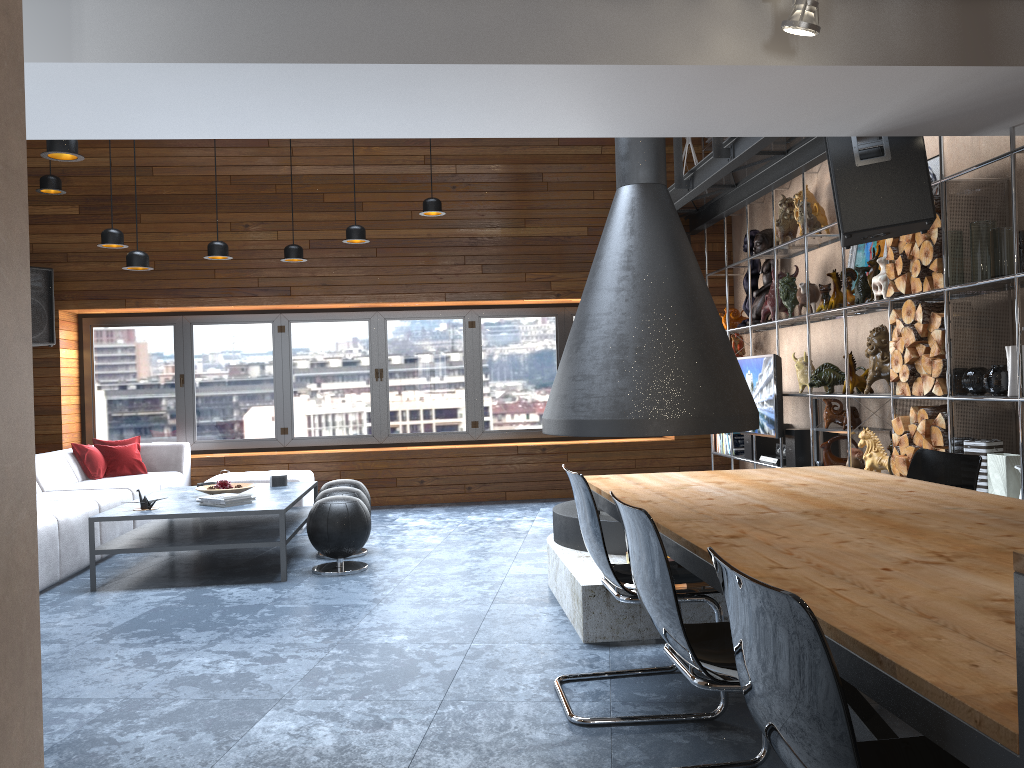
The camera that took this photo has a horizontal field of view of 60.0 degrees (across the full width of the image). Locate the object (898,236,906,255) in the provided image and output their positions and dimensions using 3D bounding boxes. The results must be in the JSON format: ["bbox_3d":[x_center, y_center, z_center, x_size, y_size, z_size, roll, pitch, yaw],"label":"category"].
[{"bbox_3d":[2.373,-0.808,5.077,0.290,0.153,0.112,-2,0,-2],"label":"object"}]

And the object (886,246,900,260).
[{"bbox_3d":[2.355,-0.751,5.154,0.331,0.110,0.107,-2,0,-3],"label":"object"}]

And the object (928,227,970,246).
[{"bbox_3d":[2.388,-0.771,4.725,0.309,0.121,0.111,-2,0,-5],"label":"object"}]

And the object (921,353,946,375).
[{"bbox_3d":[2.402,-0.121,4.829,0.329,0.135,0.095,-2,0,-9],"label":"object"}]

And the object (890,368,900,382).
[{"bbox_3d":[2.364,-0.054,5.166,0.303,0.088,0.095,-2,0,-7],"label":"object"}]

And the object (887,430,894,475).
[{"bbox_3d":[2.358,0.460,5.361,0.198,0.358,0.116,-2,0,-13],"label":"object"}]

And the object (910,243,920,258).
[{"bbox_3d":[2.378,-0.740,4.900,0.331,0.110,0.101,-2,0,-7],"label":"object"}]

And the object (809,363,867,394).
[{"bbox_3d":[2.278,-0.042,6.172,0.403,0.221,0.192,-2,0,31],"label":"object"}]

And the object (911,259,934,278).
[{"bbox_3d":[2.360,-0.633,4.856,0.312,0.110,0.103,-2,0,-2],"label":"object"}]

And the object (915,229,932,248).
[{"bbox_3d":[2.378,-0.799,4.812,0.329,0.107,0.128,-2,0,-6],"label":"object"}]

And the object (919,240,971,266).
[{"bbox_3d":[2.364,-0.707,4.774,0.286,0.143,0.143,-2,0,-5],"label":"object"}]

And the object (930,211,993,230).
[{"bbox_3d":[2.399,-0.870,4.741,0.299,0.114,0.135,-2,0,-3],"label":"object"}]

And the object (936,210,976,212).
[{"bbox_3d":[2.384,-0.900,4.842,0.362,0.115,0.098,-2,0,-5],"label":"object"}]

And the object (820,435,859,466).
[{"bbox_3d":[2.277,0.502,6.164,0.249,0.290,0.114,-2,0,20],"label":"object"}]

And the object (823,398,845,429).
[{"bbox_3d":[2.290,0.205,6.196,0.217,0.214,0.108,-2,0,19],"label":"object"}]

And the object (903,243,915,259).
[{"bbox_3d":[2.386,-0.754,4.982,0.330,0.098,0.107,-2,0,-1],"label":"object"}]

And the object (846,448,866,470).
[{"bbox_3d":[2.298,0.533,5.928,0.119,0.220,0.212,-2,0,29],"label":"object"}]

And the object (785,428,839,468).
[{"bbox_3d":[2.285,0.492,6.756,0.343,0.303,0.175,-2,0,-5],"label":"object"}]

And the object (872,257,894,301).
[{"bbox_3d":[2.342,-0.644,5.361,0.314,0.280,0.151,-2,0,-7],"label":"object"}]

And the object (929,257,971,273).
[{"bbox_3d":[2.390,-0.628,4.717,0.303,0.088,0.095,-2,0,-3],"label":"object"}]

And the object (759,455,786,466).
[{"bbox_3d":[2.226,0.617,7.187,0.325,0.058,0.360,-2,0,-5],"label":"object"}]

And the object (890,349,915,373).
[{"bbox_3d":[2.350,-0.134,5.106,0.286,0.143,0.143,-2,0,-6],"label":"object"}]

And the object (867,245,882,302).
[{"bbox_3d":[2.315,-0.683,5.527,0.198,0.358,0.116,-2,0,2],"label":"object"}]

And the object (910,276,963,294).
[{"bbox_3d":[2.390,-0.562,4.938,0.299,0.114,0.135,-2,0,-3],"label":"object"}]

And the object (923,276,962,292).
[{"bbox_3d":[2.401,-0.549,4.828,0.303,0.095,0.087,-2,0,-5],"label":"object"}]

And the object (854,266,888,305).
[{"bbox_3d":[2.327,-0.630,5.685,0.253,0.249,0.126,-2,0,-1],"label":"object"}]

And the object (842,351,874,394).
[{"bbox_3d":[2.325,-0.077,5.916,0.290,0.290,0.097,-2,0,-25],"label":"object"}]

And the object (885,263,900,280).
[{"bbox_3d":[2.354,-0.657,5.168,0.321,0.109,0.110,-2,0,-6],"label":"object"}]

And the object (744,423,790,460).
[{"bbox_3d":[2.199,0.496,7.656,0.343,0.303,0.175,-2,0,-5],"label":"object"}]

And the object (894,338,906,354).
[{"bbox_3d":[2.370,-0.226,5.073,0.329,0.107,0.128,-2,0,-5],"label":"object"}]

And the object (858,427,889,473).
[{"bbox_3d":[2.355,0.458,5.577,0.170,0.363,0.375,-2,0,-40],"label":"object"}]

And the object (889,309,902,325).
[{"bbox_3d":[2.361,-0.386,5.144,0.308,0.107,0.121,-2,0,-9],"label":"object"}]

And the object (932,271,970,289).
[{"bbox_3d":[2.414,-0.560,4.740,0.287,0.112,0.126,-2,0,-5],"label":"object"}]

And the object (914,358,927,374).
[{"bbox_3d":[2.409,-0.105,4.934,0.288,0.118,0.147,-2,0,-9],"label":"object"}]

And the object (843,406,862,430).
[{"bbox_3d":[2.290,0.225,5.970,0.105,0.168,0.210,-2,0,35],"label":"object"}]

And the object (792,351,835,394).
[{"bbox_3d":[2.217,-0.087,6.518,0.325,0.310,0.154,-2,0,-21],"label":"object"}]

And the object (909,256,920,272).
[{"bbox_3d":[2.390,-0.676,4.954,0.288,0.118,0.147,-2,0,-2],"label":"object"}]

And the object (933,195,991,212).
[{"bbox_3d":[2.382,-0.959,4.742,0.308,0.107,0.121,-2,0,-2],"label":"object"}]

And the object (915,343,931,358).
[{"bbox_3d":[2.410,-0.182,4.907,0.330,0.098,0.107,-2,0,-9],"label":"object"}]

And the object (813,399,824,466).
[{"bbox_3d":[2.254,0.375,6.518,0.112,0.533,0.112,-2,0,-5],"label":"object"}]

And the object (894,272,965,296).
[{"bbox_3d":[2.393,-0.567,5.065,0.362,0.131,0.154,-2,0,-6],"label":"object"}]

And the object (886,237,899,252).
[{"bbox_3d":[2.345,-0.817,5.152,0.308,0.120,0.097,-2,0,-1],"label":"object"}]

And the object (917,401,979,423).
[{"bbox_3d":[2.422,0.165,4.930,0.312,0.150,0.140,-2,0,-9],"label":"object"}]

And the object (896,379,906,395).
[{"bbox_3d":[2.393,0.013,5.147,0.287,0.112,0.126,-2,0,-6],"label":"object"}]

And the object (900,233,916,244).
[{"bbox_3d":[2.347,-0.840,4.929,0.321,0.128,0.164,-2,0,-5],"label":"object"}]

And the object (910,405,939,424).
[{"bbox_3d":[2.419,0.179,5.029,0.289,0.121,0.107,-2,0,-5],"label":"object"}]

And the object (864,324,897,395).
[{"bbox_3d":[2.359,-0.157,5.501,0.210,0.451,0.405,-2,0,-13],"label":"object"}]

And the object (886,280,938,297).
[{"bbox_3d":[2.360,-0.562,5.160,0.330,0.105,0.107,-2,0,-3],"label":"object"}]

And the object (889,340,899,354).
[{"bbox_3d":[2.364,-0.197,5.160,0.309,0.121,0.111,-2,0,-6],"label":"object"}]

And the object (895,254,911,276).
[{"bbox_3d":[2.363,-0.691,5.056,0.329,0.135,0.095,-2,0,-2],"label":"object"}]

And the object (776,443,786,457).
[{"bbox_3d":[2.219,0.538,7.186,0.080,0.101,0.223,-2,0,-5],"label":"object"}]
